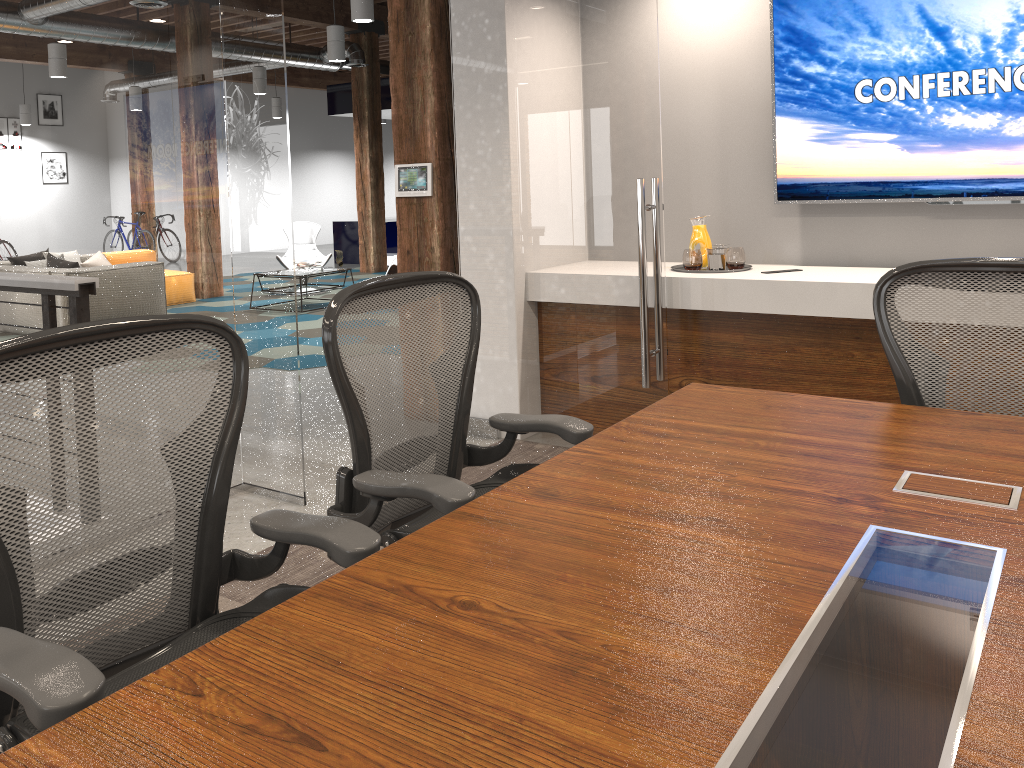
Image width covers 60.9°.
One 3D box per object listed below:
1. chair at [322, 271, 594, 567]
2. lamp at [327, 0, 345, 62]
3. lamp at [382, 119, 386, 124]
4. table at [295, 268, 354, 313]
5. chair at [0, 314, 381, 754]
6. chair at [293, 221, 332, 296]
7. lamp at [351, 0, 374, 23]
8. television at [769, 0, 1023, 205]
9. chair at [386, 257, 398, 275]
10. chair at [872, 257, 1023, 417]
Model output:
[{"bbox_3d":[-0.043,0.289,2.066,0.765,1.075,0.812,3,8,40],"label":"chair"},{"bbox_3d":[-2.097,-4.721,10.221,0.203,1.838,0.208,-1,3,34],"label":"lamp"},{"bbox_3d":[-3.073,-7.016,20.356,0.203,1.838,0.208,-1,3,34],"label":"lamp"},{"bbox_3d":[-2.340,-1.077,9.793,0.846,0.381,0.865,5,13,34],"label":"table"},{"bbox_3d":[-0.512,0.447,1.455,0.792,1.075,0.784,0,6,18],"label":"chair"},{"bbox_3d":[-2.688,-1.598,11.073,0.680,0.908,0.798,-5,8,-28],"label":"chair"},{"bbox_3d":[-1.380,-4.199,7.834,0.203,1.838,0.208,-1,3,34],"label":"lamp"},{"bbox_3d":[2.084,-1.331,3.776,1.916,1.091,0.066,5,6,34],"label":"television"},{"bbox_3d":[-1.038,-1.299,9.512,0.792,0.909,0.685,-4,6,-18],"label":"chair"},{"bbox_3d":[1.091,0.291,1.883,0.770,1.075,0.807,0,6,18],"label":"chair"}]
